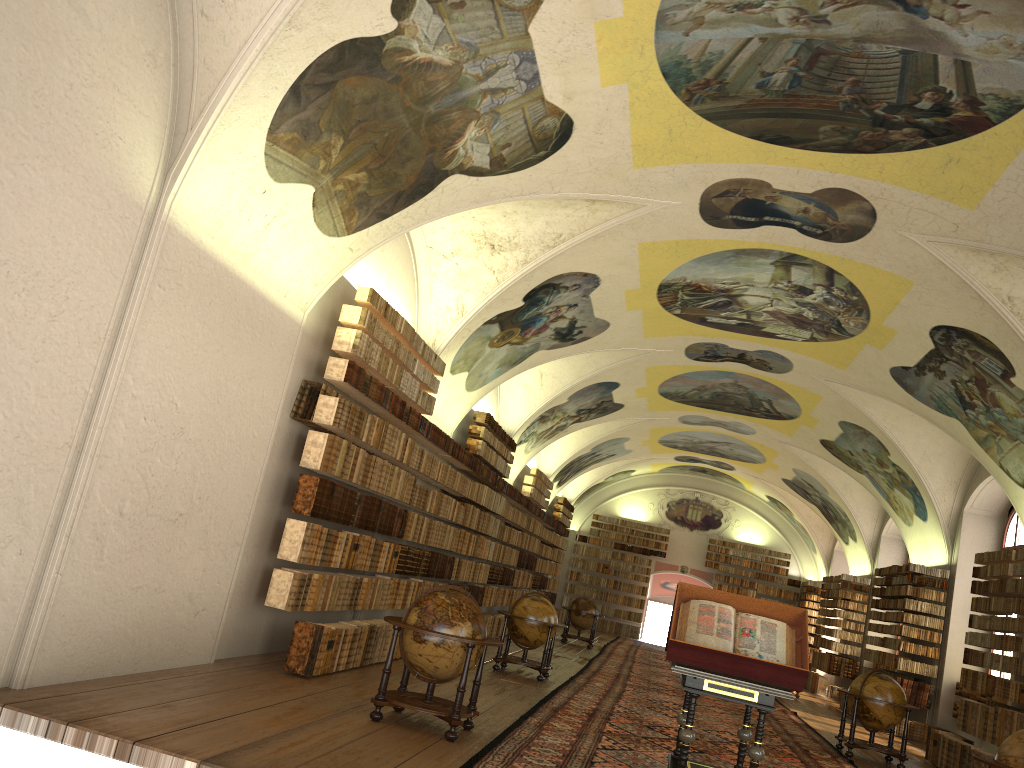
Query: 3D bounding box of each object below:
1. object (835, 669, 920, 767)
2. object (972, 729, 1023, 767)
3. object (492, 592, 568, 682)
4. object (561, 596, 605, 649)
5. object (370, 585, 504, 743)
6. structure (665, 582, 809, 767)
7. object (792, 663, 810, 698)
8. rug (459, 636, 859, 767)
[{"bbox_3d":[5.943,5.407,14.513,1.282,1.443,1.280,18,-12,-25],"label":"object"},{"bbox_3d":[4.865,3.820,8.059,1.284,1.443,1.279,22,-14,-40],"label":"object"},{"bbox_3d":[0.310,4.406,15.683,1.284,1.443,1.279,22,-14,-40],"label":"object"},{"bbox_3d":[2.061,6.995,26.222,1.283,1.443,1.279,20,-13,-35],"label":"object"},{"bbox_3d":[-0.765,2.820,9.229,1.282,1.443,1.280,18,-12,-25],"label":"object"},{"bbox_3d":[2.107,3.102,8.856,1.244,1.974,1.899,10,-11,12],"label":"structure"},{"bbox_3d":[7.698,7.994,25.039,1.283,1.443,1.279,20,-13,-35],"label":"object"},{"bbox_3d":[3.655,6.390,18.268,4.701,0.064,37.064,10,-12,12],"label":"rug"}]
